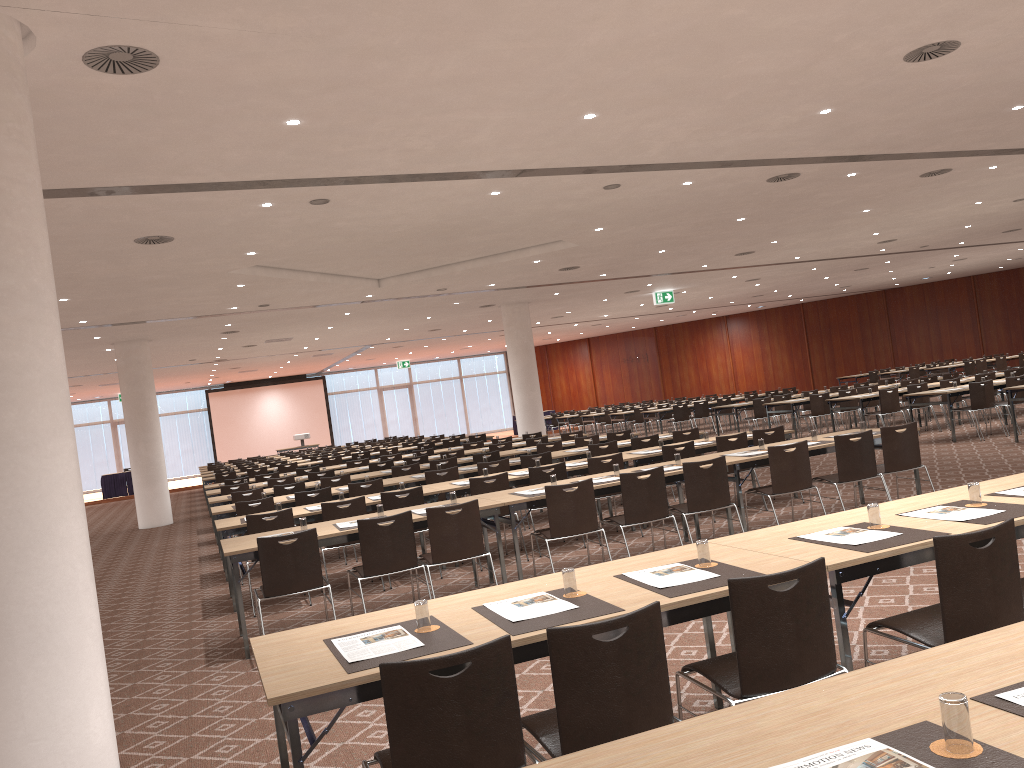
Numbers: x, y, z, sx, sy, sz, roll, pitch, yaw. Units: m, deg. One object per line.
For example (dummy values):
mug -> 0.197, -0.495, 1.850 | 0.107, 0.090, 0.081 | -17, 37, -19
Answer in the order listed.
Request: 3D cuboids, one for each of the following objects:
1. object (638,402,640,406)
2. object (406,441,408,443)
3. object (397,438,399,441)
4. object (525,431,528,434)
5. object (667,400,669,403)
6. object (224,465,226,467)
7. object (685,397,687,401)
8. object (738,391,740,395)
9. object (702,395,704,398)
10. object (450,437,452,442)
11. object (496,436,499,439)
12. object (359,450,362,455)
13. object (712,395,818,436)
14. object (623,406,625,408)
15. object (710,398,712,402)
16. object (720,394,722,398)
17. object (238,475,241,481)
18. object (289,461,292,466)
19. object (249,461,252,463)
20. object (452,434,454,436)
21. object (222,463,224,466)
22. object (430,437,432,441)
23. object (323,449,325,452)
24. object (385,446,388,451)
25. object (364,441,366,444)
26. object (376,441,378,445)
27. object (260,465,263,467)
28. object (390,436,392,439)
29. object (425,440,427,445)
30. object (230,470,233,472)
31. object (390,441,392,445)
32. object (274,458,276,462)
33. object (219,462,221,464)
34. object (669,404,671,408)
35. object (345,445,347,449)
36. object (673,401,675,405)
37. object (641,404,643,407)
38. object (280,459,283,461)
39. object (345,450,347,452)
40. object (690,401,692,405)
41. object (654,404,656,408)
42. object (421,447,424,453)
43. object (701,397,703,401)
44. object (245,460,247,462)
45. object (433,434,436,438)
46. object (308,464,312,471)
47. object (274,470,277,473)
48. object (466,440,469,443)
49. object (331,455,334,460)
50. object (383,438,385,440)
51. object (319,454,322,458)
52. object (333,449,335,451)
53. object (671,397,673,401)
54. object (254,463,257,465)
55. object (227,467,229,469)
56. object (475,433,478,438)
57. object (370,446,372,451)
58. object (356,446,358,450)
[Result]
object -> 4.336, 0.687, 30.334 | 0.054, 0.114, 0.054 | -8, 0, 36
object -> -2.772, 1.556, 23.438 | 0.054, 0.114, 0.054 | -8, 0, 14
object -> -3.526, 1.720, 27.420 | 0.054, 0.114, 0.054 | -8, 0, 14
object -> 0.312, 1.061, 18.736 | 0.054, 0.114, 0.054 | -8, 0, -31
object -> 5.015, 0.565, 28.452 | 0.054, 0.114, 0.054 | -8, 0, 36
object -> -7.678, 2.233, 23.759 | 0.054, 0.114, 0.054 | -8, 0, 36
object -> 5.620, 0.485, 28.669 | 0.054, 0.114, 0.054 | -8, 0, 36
object -> 6.920, 0.282, 27.021 | 0.054, 0.114, 0.054 | -8, 0, 14
object -> 6.239, 0.404, 28.904 | 0.054, 0.114, 0.054 | -8, 0, 36
object -> -1.495, 1.355, 21.788 | 0.054, 0.114, 0.054 | -8, 0, 14
object -> -0.299, 1.141, 18.515 | 0.054, 0.114, 0.054 | -8, 0, 14
object -> -3.596, 1.631, 21.015 | 0.054, 0.114, 0.054 | -8, 0, 36
object -> 5.961, 0.800, 20.839 | 2.266, 0.833, 0.953 | -8, -1, -20
object -> 3.517, 0.762, 27.904 | 0.054, 0.114, 0.054 | -8, 0, -31
object -> 5.473, 0.439, 24.374 | 0.054, 0.114, 0.054 | -8, 0, 36
object -> 6.308, 0.362, 26.811 | 0.054, 0.114, 0.054 | -8, 0, 14
object -> -5.134, 1.776, 16.712 | 0.054, 0.114, 0.054 | -8, 0, -31
object -> -5.105, 1.830, 20.449 | 0.054, 0.114, 0.054 | -8, 0, 14
object -> -7.073, 2.154, 23.997 | 0.054, 0.114, 0.054 | -8, 0, 14
object -> -1.571, 1.398, 23.889 | 0.054, 0.114, 0.054 | -8, 0, 36
object -> -8.352, 2.354, 25.640 | 0.054, 0.114, 0.054 | -8, 0, 36
object -> -2.164, 1.476, 23.675 | 0.054, 0.114, 0.054 | -8, 0, 14
object -> -5.653, 2.000, 26.645 | 0.054, 0.114, 0.054 | -8, 0, 14
object -> -2.998, 1.553, 21.232 | 0.054, 0.114, 0.054 | -8, 0, 36
object -> -4.816, 1.922, 29.083 | 0.054, 0.114, 0.054 | -8, 0, 14
object -> -4.127, 1.799, 27.205 | 0.054, 0.114, 0.054 | -8, 0, 14
object -> -5.717, 1.910, 20.238 | 0.054, 0.114, 0.054 | -8, 0, 14
object -> -4.295, 1.887, 31.403 | 0.054, 0.114, 0.054 | -8, 0, 36
object -> -2.090, 1.433, 21.573 | 0.054, 0.114, 0.054 | -8, 0, 14
object -> -6.326, 1.990, 20.015 | 0.054, 0.114, 0.054 | -8, 0, 36
object -> -3.449, 1.677, 25.331 | 0.054, 0.114, 0.054 | -8, 0, 14
object -> -6.465, 2.074, 24.211 | 0.054, 0.114, 0.054 | -8, 0, 14
object -> -9.048, 2.479, 27.520 | 0.054, 0.114, 0.054 | -8, 0, 36
object -> 4.268, 0.598, 23.920 | 0.054, 0.114, 0.054 | -8, 0, 36
object -> -5.041, 1.919, 26.867 | 0.054, 0.114, 0.054 | -8, 0, 14
object -> 4.799, 0.561, 26.248 | 0.054, 0.114, 0.054 | -8, 0, 36
object -> 4.126, 0.682, 28.124 | 0.054, 0.114, 0.054 | -8, 0, -31
object -> -5.800, 1.954, 22.333 | 0.054, 0.114, 0.054 | -8, 0, 36
object -> -4.274, 1.753, 22.887 | 0.054, 0.114, 0.054 | -8, 0, 36
object -> 4.872, 0.518, 24.140 | 0.054, 0.114, 0.054 | -8, 0, 36
object -> 4.193, 0.640, 26.027 | 0.054, 0.114, 0.054 | -8, 0, 36
object -> -1.808, 1.339, 17.943 | 0.054, 0.114, 0.054 | -8, 0, -31
object -> 5.705, 0.442, 26.589 | 0.054, 0.114, 0.054 | -8, 0, 14
object -> -7.747, 2.275, 25.862 | 0.054, 0.114, 0.054 | -8, 0, 14
object -> -2.249, 1.520, 25.764 | 0.054, 0.114, 0.054 | -8, 0, 36
object -> -3.915, 1.616, 17.177 | 0.054, 0.114, 0.054 | -8, 0, 14
object -> -4.521, 1.696, 16.945 | 0.054, 0.114, 0.054 | -8, 0, -9
object -> -0.906, 1.221, 18.281 | 0.054, 0.114, 0.054 | -8, 0, -9
object -> -4.202, 1.711, 20.780 | 0.054, 0.114, 0.054 | -8, 0, 36
object -> -4.219, 1.844, 29.302 | 0.054, 0.114, 0.054 | -8, 0, 14
object -> -4.893, 1.835, 22.668 | 0.054, 0.114, 0.054 | -8, 0, 36
object -> -4.966, 1.877, 24.758 | 0.054, 0.114, 0.054 | -8, 0, 14
object -> 5.554, 0.527, 30.782 | 0.054, 0.114, 0.054 | -8, 0, 36
object -> -6.387, 2.031, 22.106 | 0.054, 0.114, 0.054 | -8, 0, 36
object -> -7.000, 2.112, 21.892 | 0.054, 0.114, 0.054 | -8, 0, 36
object -> -0.876, 1.274, 22.011 | 0.054, 0.114, 0.054 | -8, 0, 36
object -> -3.677, 1.675, 23.112 | 0.054, 0.114, 0.054 | -8, 0, 36
object -> -4.365, 1.798, 24.989 | 0.054, 0.114, 0.054 | -8, 0, 14
